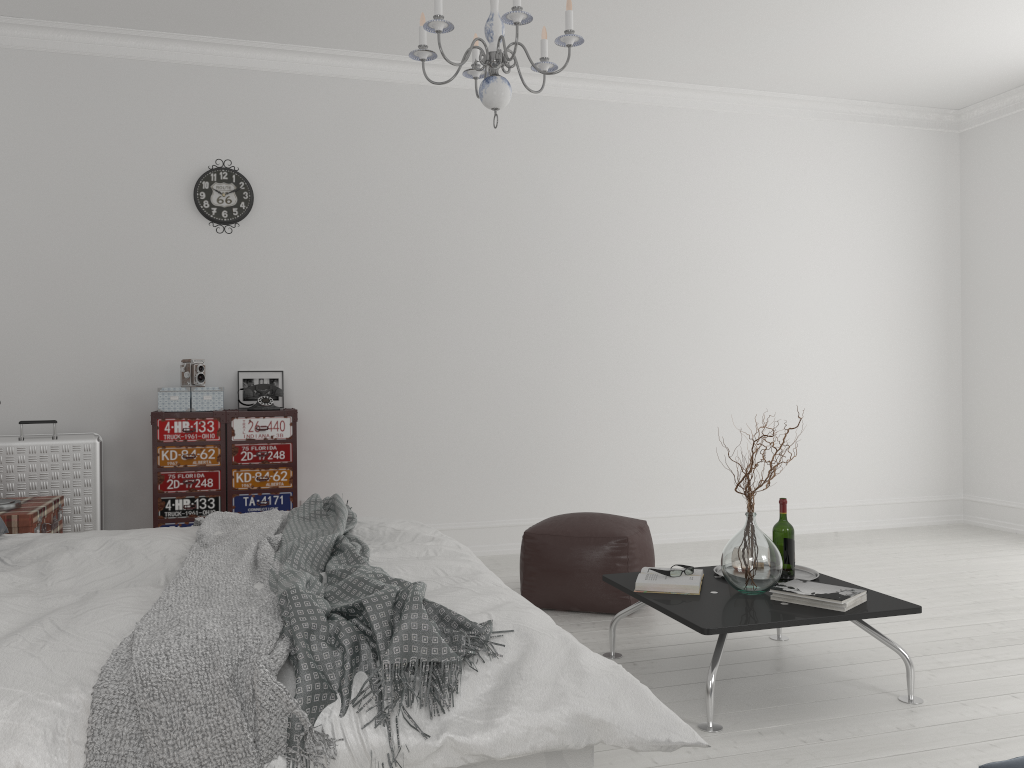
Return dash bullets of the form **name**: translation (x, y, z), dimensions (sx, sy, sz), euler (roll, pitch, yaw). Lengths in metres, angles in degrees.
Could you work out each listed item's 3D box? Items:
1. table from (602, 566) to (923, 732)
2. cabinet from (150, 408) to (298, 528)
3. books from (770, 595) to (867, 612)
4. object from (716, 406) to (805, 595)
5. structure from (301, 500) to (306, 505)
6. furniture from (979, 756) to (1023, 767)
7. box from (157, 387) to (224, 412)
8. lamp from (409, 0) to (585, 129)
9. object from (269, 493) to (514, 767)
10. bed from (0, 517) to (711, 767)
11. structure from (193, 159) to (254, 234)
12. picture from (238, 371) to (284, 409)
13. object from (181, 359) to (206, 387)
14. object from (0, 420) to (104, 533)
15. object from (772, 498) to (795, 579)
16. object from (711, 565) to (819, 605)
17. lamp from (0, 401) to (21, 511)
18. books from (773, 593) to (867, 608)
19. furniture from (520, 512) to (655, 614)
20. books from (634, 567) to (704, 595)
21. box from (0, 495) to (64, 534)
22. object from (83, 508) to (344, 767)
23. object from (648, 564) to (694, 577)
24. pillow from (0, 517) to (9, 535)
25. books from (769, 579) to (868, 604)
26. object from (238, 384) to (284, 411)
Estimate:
- **table**: translation (0.857, 0.898, 3.203), dimensions (0.824, 0.313, 0.833), euler (-1, 0, -17)
- **cabinet**: translation (-1.581, 0.613, 4.921), dimensions (0.762, 0.942, 0.281), euler (-1, 0, -17)
- **books**: translation (1.049, 0.733, 3.035), dimensions (0.259, 0.014, 0.191), euler (-1, 0, 43)
- **object**: translation (0.879, 0.408, 3.131), dimensions (0.291, 0.666, 0.313), euler (-1, 0, 36)
- **structure**: translation (-1.201, 0.751, 5.198), dimensions (0.070, 0.140, 0.009), euler (-1, 0, -17)
- **furniture**: translation (1.161, 0.843, 1.451), dimensions (0.646, 0.423, 0.646), euler (-1, 0, -16)
- **box**: translation (-1.759, 0.083, 4.875), dimensions (0.332, 0.131, 0.242), euler (-1, 0, -17)
- **lamp**: translation (-0.059, -1.402, 2.917), dimensions (0.528, 1.123, 0.594), euler (-1, 0, -17)
- **object**: translation (-0.465, 0.618, 2.735), dimensions (0.536, 0.377, 2.154), euler (-1, 0, -14)
- **bed**: translation (-1.079, 0.613, 2.539), dimensions (2.473, 0.926, 2.217), euler (-1, 0, -16)
- **structure**: translation (-1.642, -1.072, 5.052), dimensions (0.330, 0.427, 0.043), euler (-1, 0, -17)
- **picture**: translation (-1.447, 0.033, 5.110), dimensions (0.254, 0.218, 0.037), euler (-1, 0, -17)
- **object**: translation (-1.746, -0.060, 4.884), dimensions (0.117, 0.157, 0.121), euler (-1, 0, 33)
- **object**: translation (-2.479, 0.638, 4.608), dimensions (0.647, 0.902, 0.208), euler (-1, 0, -27)
- **object**: translation (1.037, 0.588, 3.388), dimensions (0.081, 0.303, 0.081), euler (-1, 0, 0)
- **object**: translation (0.923, 0.759, 3.343), dimensions (0.395, 0.063, 0.622), euler (-1, 0, 32)
- **lamp**: translation (-2.227, 0.185, 3.704), dimensions (0.269, 0.699, 0.488), euler (-1, 0, -17)
- **books**: translation (1.052, 0.719, 3.031), dimensions (0.254, 0.014, 0.191), euler (-1, 0, 41)
- **furniture**: translation (0.372, 0.848, 4.359), dimensions (0.646, 0.423, 0.646), euler (-1, 0, 17)
- **books**: translation (0.592, 0.725, 3.317), dimensions (0.231, 0.040, 0.342), euler (-1, 0, 15)
- **box**: translation (-2.281, 0.627, 3.863), dimensions (0.537, 0.185, 0.647), euler (-1, 0, -17)
- **object**: translation (-0.813, 0.726, 2.608), dimensions (0.521, 0.500, 2.236), euler (-1, 0, -14)
- **object**: translation (0.596, 0.695, 3.316), dimensions (0.141, 0.030, 0.135), euler (-1, 0, -32)
- **pillow**: translation (-1.904, 0.381, 2.763), dimensions (0.405, 0.339, 0.842), euler (-1, 0, -16)
- **books**: translation (1.045, 0.706, 3.028), dimensions (0.257, 0.012, 0.207), euler (-1, 0, 44)
- **object**: translation (-1.412, 0.076, 4.984), dimensions (0.216, 0.155, 0.181), euler (-1, 0, 13)
